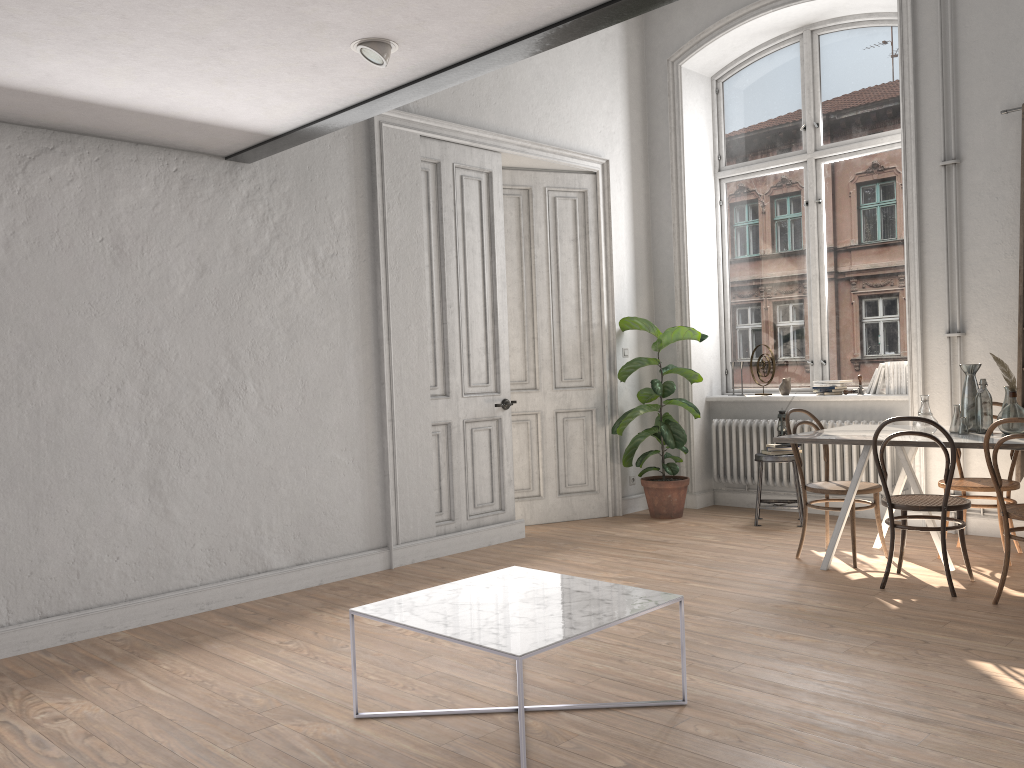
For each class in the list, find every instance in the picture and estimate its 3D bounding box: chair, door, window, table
[{"bbox_3d":[2.839,0.579,5.369,0.438,0.921,0.549,-1,2,43],"label":"chair"},{"bbox_3d":[2.176,0.613,4.704,0.438,0.921,0.549,-1,2,40],"label":"chair"},{"bbox_3d":[0.268,-0.296,7.069,1.097,2.815,0.216,-3,1,-21],"label":"door"},{"bbox_3d":[2.467,-1.386,7.217,1.622,2.843,0.013,-1,2,45],"label":"window"},{"bbox_3d":[2.021,0.789,6.718,0.364,0.523,0.360,-2,1,18],"label":"chair"},{"bbox_3d":[0.024,0.978,3.183,0.849,0.392,0.849,-1,1,45],"label":"table"},{"bbox_3d":[-0.427,-0.256,6.124,1.096,2.815,0.216,-3,2,-44],"label":"door"},{"bbox_3d":[2.567,0.604,4.268,0.549,0.921,0.438,-3,1,-34],"label":"chair"},{"bbox_3d":[1.990,0.610,5.461,0.437,0.921,0.549,-3,1,-37],"label":"chair"},{"bbox_3d":[2.704,0.661,4.795,2.200,0.780,1.100,-1,1,45],"label":"table"}]

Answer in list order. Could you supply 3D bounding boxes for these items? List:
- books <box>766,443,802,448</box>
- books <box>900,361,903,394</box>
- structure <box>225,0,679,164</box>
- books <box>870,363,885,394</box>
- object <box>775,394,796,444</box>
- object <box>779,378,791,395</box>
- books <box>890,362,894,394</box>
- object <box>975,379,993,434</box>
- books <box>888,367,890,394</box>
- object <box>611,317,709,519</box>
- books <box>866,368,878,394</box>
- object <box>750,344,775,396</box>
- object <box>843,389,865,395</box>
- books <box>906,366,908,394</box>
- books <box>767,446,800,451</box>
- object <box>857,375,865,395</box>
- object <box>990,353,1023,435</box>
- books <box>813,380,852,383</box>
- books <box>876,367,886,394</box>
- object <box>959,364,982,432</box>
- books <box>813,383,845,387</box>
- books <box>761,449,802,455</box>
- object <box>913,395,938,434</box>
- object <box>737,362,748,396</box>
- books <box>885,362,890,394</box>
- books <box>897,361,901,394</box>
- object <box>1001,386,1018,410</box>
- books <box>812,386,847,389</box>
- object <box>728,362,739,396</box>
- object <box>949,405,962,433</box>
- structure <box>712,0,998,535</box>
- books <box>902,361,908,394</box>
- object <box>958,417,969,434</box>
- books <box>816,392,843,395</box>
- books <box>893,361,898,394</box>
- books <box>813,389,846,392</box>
[{"bbox_3d":[2.056,0.464,6.715,0.221,0.027,0.147,-2,1,-13],"label":"books"},{"bbox_3d":[2.947,-0.049,6.626,0.024,0.243,0.175,-1,2,45],"label":"books"},{"bbox_3d":[-0.845,-1.822,1.419,5.927,1.213,4.157,-1,1,45],"label":"structure"},{"bbox_3d":[2.800,-0.042,6.739,0.100,0.235,0.174,-1,2,45],"label":"books"},{"bbox_3d":[2.076,0.260,6.724,0.163,0.383,0.154,-2,1,18],"label":"object"},{"bbox_3d":[2.235,0.020,7.258,0.100,0.142,0.102,-2,1,19],"label":"object"},{"bbox_3d":[2.880,-0.047,6.648,0.024,0.243,0.175,-1,2,45],"label":"books"},{"bbox_3d":[2.614,0.121,4.913,0.086,0.301,0.086,-1,1,30],"label":"object"},{"bbox_3d":[2.872,-0.028,6.671,0.020,0.205,0.155,-1,2,45],"label":"books"},{"bbox_3d":[2.851,0.117,5.218,0.792,1.842,5.827,-3,1,-40],"label":"object"},{"bbox_3d":[2.776,-0.022,6.770,0.105,0.194,0.155,-1,2,44],"label":"books"},{"bbox_3d":[2.094,-0.117,7.393,0.087,0.425,0.347,-3,1,-13],"label":"object"},{"bbox_3d":[2.646,0.056,6.885,0.153,0.048,0.088,-2,1,-6],"label":"object"},{"bbox_3d":[2.964,-0.030,6.581,0.020,0.205,0.155,-1,2,45],"label":"books"},{"bbox_3d":[2.055,0.487,6.717,0.232,0.029,0.162,-2,1,15],"label":"books"},{"bbox_3d":[2.666,0.005,6.784,0.048,0.153,0.088,-2,1,15],"label":"object"},{"bbox_3d":[2.671,0.050,4.728,0.157,0.446,0.157,-3,1,-27],"label":"object"},{"bbox_3d":[2.531,-0.018,6.997,0.174,0.019,0.244,-3,1,-35],"label":"books"},{"bbox_3d":[2.820,-0.026,6.723,0.072,0.203,0.155,-1,2,45],"label":"books"},{"bbox_3d":[2.620,0.078,5.060,0.116,0.383,0.116,-3,1,-34],"label":"object"},{"bbox_3d":[2.504,0.008,6.996,0.205,0.020,0.155,-2,1,35],"label":"books"},{"bbox_3d":[2.045,0.513,6.723,0.246,0.034,0.194,-2,1,-5],"label":"books"},{"bbox_3d":[2.335,0.172,5.010,0.132,0.219,0.132,-1,1,34],"label":"object"},{"bbox_3d":[1.948,-0.045,7.513,0.095,0.289,0.095,-3,1,-23],"label":"object"},{"bbox_3d":[2.867,-0.047,6.704,0.024,0.243,0.175,-1,2,45],"label":"books"},{"bbox_3d":[2.928,-0.049,6.637,0.019,0.244,0.174,-1,2,45],"label":"books"},{"bbox_3d":[2.746,0.140,4.885,0.098,0.255,0.100,-2,1,21],"label":"object"},{"bbox_3d":[2.511,0.029,7.007,0.147,0.023,0.221,-3,1,-30],"label":"books"},{"bbox_3d":[1.904,-0.045,7.636,0.095,0.289,0.095,-3,1,-14],"label":"object"},{"bbox_3d":[2.516,0.196,5.011,0.083,0.158,0.083,-1,2,40],"label":"object"},{"bbox_3d":[3.462,-1.228,5.677,5.182,4.475,0.340,-1,2,45],"label":"structure"},{"bbox_3d":[2.947,-0.049,6.595,0.019,0.244,0.174,-1,2,45],"label":"books"},{"bbox_3d":[2.495,0.230,4.902,0.058,0.094,0.058,-3,1,-17],"label":"object"},{"bbox_3d":[2.510,0.073,7.017,0.147,0.023,0.221,-2,1,3],"label":"books"},{"bbox_3d":[2.902,-0.048,6.639,0.019,0.244,0.174,-1,2,45],"label":"books"},{"bbox_3d":[2.511,0.050,7.010,0.155,0.022,0.205,-3,1,-25],"label":"books"}]
